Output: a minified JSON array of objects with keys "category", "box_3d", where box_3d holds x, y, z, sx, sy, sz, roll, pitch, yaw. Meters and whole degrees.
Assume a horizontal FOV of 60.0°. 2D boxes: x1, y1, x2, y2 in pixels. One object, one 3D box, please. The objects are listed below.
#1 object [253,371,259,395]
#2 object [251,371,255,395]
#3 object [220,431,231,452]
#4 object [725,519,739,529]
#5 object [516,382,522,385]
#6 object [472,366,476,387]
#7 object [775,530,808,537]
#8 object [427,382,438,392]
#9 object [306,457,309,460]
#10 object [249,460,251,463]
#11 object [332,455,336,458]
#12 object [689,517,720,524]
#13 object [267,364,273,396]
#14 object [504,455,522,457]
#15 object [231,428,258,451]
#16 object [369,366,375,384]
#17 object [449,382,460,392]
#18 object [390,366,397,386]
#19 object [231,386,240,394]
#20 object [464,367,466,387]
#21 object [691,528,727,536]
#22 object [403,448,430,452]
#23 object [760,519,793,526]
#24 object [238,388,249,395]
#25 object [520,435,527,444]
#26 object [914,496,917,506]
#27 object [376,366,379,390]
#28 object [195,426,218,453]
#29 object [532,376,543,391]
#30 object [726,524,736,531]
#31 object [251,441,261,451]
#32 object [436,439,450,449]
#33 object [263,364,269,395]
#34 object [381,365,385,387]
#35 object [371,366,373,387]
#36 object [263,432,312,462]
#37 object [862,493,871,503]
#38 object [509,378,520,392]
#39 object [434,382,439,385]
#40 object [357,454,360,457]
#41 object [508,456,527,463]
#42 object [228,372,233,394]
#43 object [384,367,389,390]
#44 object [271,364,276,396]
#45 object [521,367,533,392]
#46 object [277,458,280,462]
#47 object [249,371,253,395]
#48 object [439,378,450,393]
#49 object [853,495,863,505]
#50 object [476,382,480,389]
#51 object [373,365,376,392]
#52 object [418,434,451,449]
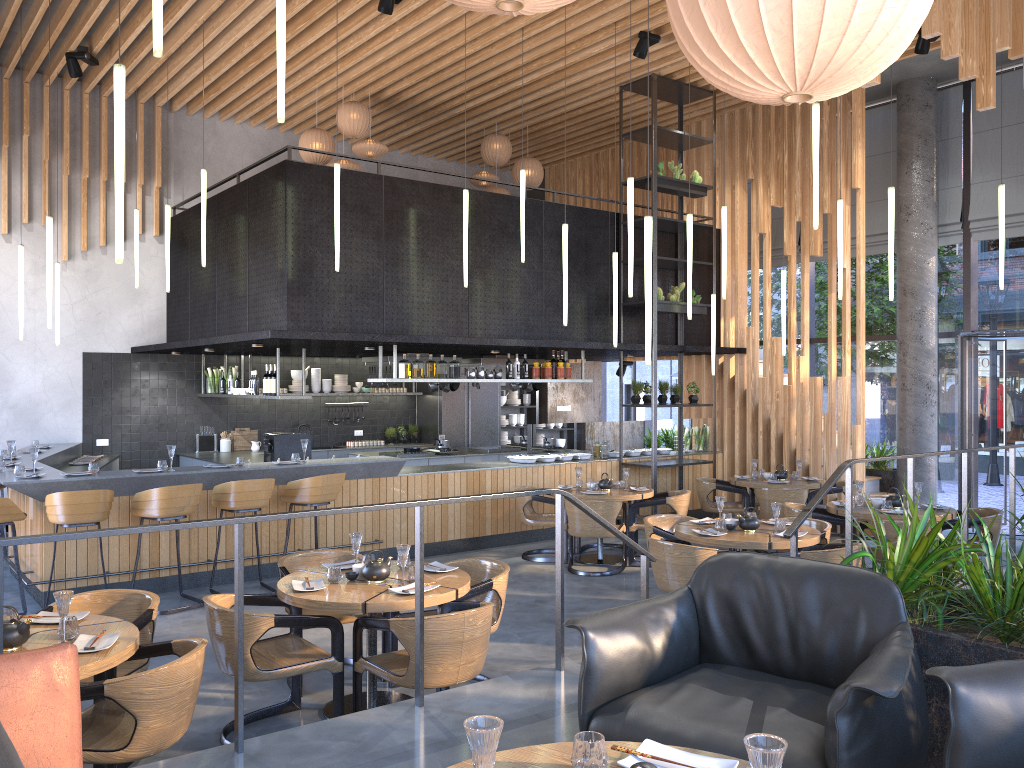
[{"category":"object","box_3d":[-3.189,-0.014,11.049,0.073,0.305,0.072,0,0,7]},{"category":"object","box_3d":[-3.245,-0.014,11.173,0.073,0.305,0.072,0,0,-29]},{"category":"object","box_3d":[-4.133,0.826,12.804,0.158,0.303,0.175,0,0,-34]},{"category":"object","box_3d":[1.722,1.092,6.922,0.116,0.065,0.116,0,0,15]},{"category":"object","box_3d":[0.108,-0.119,13.646,0.103,0.280,0.103,0,0,39]},{"category":"object","box_3d":[-0.558,-0.106,12.845,0.038,0.306,0.062,0,0,-37]},{"category":"object","box_3d":[2.082,1.112,6.580,0.170,0.025,0.294,0,0,38]},{"category":"object","box_3d":[-1.153,-0.071,12.895,0.161,0.386,0.200,0,0,-13]},{"category":"object","box_3d":[-2.110,0.855,9.178,0.038,0.203,0.057,0,0,-12]},{"category":"object","box_3d":[-2.614,0.855,8.836,0.042,0.203,0.076,0,0,-4]},{"category":"object","box_3d":[-1.885,0.855,9.357,0.048,0.203,0.096,0,0,8]},{"category":"object","box_3d":[1.597,1.112,7.201,0.294,0.025,0.170,0,0,-40]},{"category":"object","box_3d":[-2.893,-0.050,10.660,0.101,0.378,0.100,0,0,-43]},{"category":"object","box_3d":[0.014,0.883,10.901,0.252,0.026,0.048,0,0,30]},{"category":"object","box_3d":[-3.931,0.813,13.067,0.400,0.330,0.098,0,0,-37]},{"category":"object","box_3d":[-1.930,-0.131,12.248,0.074,0.256,0.074,0,0,8]},{"category":"object","box_3d":[-0.798,-0.080,12.416,0.070,0.372,0.243,0,0,-37]},{"category":"object","box_3d":[-1.575,-0.119,11.788,0.103,0.280,0.103,0,0,-6]},{"category":"object","box_3d":[-3.639,0.082,11.731,0.159,0.110,0.172,0,0,-32]},{"category":"object","box_3d":[-0.686,-0.078,13.003,0.024,0.363,0.033,0,0,-37]},{"category":"object","box_3d":[1.466,1.112,6.658,0.170,0.025,0.294,0,0,-18]},{"category":"object","box_3d":[-1.345,0.912,12.320,0.351,0.061,0.232,0,0,31]},{"category":"object","box_3d":[2.119,1.112,7.128,0.170,0.025,0.294,0,0,-40]},{"category":"object","box_3d":[-3.483,0.082,11.565,0.172,0.110,0.159,0,0,36]},{"category":"object","box_3d":[0.168,0.828,13.293,0.200,0.154,0.348,0,0,43]},{"category":"object","box_3d":[3.693,1.081,8.184,0.086,0.086,0.086,0,0,0]},{"category":"object","box_3d":[-1.813,-0.091,12.028,0.024,0.337,0.068,0,0,-37]},{"category":"object","box_3d":[-4.356,0.792,12.654,0.322,0.371,0.067,0,0,-37]},{"category":"object","box_3d":[0.389,-0.080,13.312,0.070,0.372,0.243,0,0,-37]},{"category":"object","box_3d":[1.679,1.104,6.820,0.080,0.042,0.080,0,0,-13]},{"category":"object","box_3d":[-3.724,0.904,12.889,0.127,0.144,0.115,0,0,2]},{"category":"object","box_3d":[-1.019,0.828,12.397,0.200,0.154,0.348,0,0,43]},{"category":"object","box_3d":[-2.969,-0.050,10.761,0.101,0.378,0.100,0,0,-44]},{"category":"object","box_3d":[-1.744,-0.106,11.949,0.038,0.306,0.062,0,0,-37]},{"category":"object","box_3d":[-1.923,-0.111,12.160,0.032,0.298,0.035,0,0,5]},{"category":"object","box_3d":[-2.714,0.782,10.583,0.562,0.400,0.322,0,0,-37]},{"category":"object","box_3d":[3.358,1.081,8.415,0.086,0.086,0.086,0,0,-6]},{"category":"object","box_3d":[0.033,-0.071,13.791,0.161,0.386,0.200,0,0,-13]},{"category":"object","box_3d":[-1.078,-0.119,12.750,0.103,0.280,0.103,0,0,39]},{"category":"object","box_3d":[-1.662,0.855,9.551,0.100,0.203,0.040,0,0,24]},{"category":"object","box_3d":[0.117,0.921,10.837,0.268,0.074,0.402,0,0,-37]},{"category":"object","box_3d":[-3.819,-0.014,12.038,0.072,0.305,0.073,0,0,26]},{"category":"object","box_3d":[-1.678,-0.092,11.855,0.031,0.336,0.104,0,0,-38]},{"category":"object","box_3d":[-2.815,-0.050,10.556,0.101,0.378,0.100,0,0,-44]},{"category":"object","box_3d":[0.247,-0.070,13.513,0.166,0.387,0.200,0,0,-33]},{"category":"object","box_3d":[-2.372,0.855,9.015,0.077,0.203,0.029,0,0,43]},{"category":"object","box_3d":[-3.307,-0.014,11.295,0.073,0.305,0.072,0,0,-5]},{"category":"object","box_3d":[-0.939,-0.070,12.617,0.166,0.387,0.200,0,0,-33]},{"category":"object","box_3d":[3.220,1.081,8.255,0.086,0.086,0.086,0,0,39]},{"category":"object","box_3d":[-0.491,-0.092,12.751,0.031,0.336,0.104,0,0,-38]},{"category":"object","box_3d":[-1.873,-0.078,12.107,0.024,0.363,0.033,0,0,-37]},{"category":"object","box_3d":[-1.146,0.836,13.093,0.400,0.232,0.290,0,0,-37]}]
